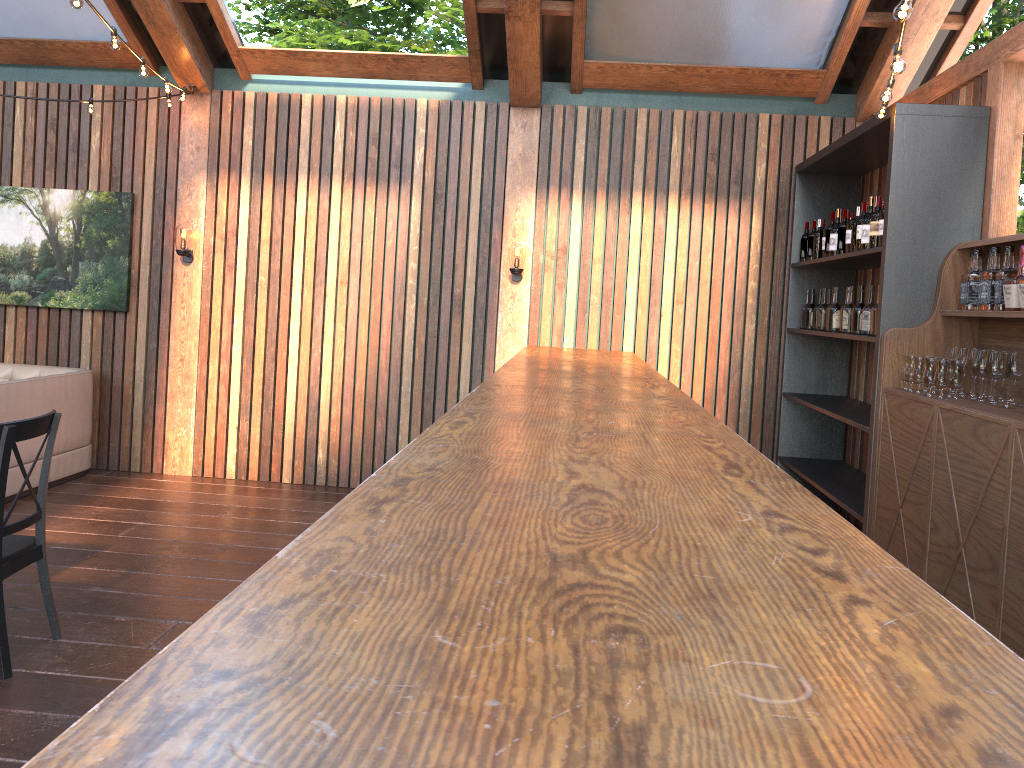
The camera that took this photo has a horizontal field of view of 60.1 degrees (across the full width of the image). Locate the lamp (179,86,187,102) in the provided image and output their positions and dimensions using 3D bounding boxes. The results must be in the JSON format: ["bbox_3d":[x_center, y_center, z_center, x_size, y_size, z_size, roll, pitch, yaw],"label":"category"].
[{"bbox_3d":[-2.545,-2.242,6.845,0.056,0.120,0.056,2,3,-35],"label":"lamp"}]

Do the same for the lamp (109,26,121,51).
[{"bbox_3d":[-2.078,-1.807,4.635,0.056,0.120,0.056,2,3,-36],"label":"lamp"}]

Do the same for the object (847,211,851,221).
[{"bbox_3d":[2.253,-1.009,5.954,0.078,0.311,0.078,3,2,-1],"label":"object"}]

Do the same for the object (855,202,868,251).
[{"bbox_3d":[2.169,-0.966,5.459,0.077,0.306,0.077,4,2,20],"label":"object"}]

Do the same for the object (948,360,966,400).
[{"bbox_3d":[2.144,-0.020,4.270,0.070,0.185,0.070,4,2,8],"label":"object"}]

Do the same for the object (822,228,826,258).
[{"bbox_3d":[2.299,-1.044,6.350,0.136,0.315,0.137,2,2,-34],"label":"object"}]

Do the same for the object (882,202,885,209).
[{"bbox_3d":[2.271,-0.958,5.407,0.078,0.311,0.078,3,2,-1],"label":"object"}]

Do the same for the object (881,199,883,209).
[{"bbox_3d":[2.184,-0.950,5.277,0.077,0.308,0.077,3,2,-18],"label":"object"}]

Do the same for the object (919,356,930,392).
[{"bbox_3d":[2.161,-0.051,4.619,0.070,0.185,0.070,4,2,8],"label":"object"}]

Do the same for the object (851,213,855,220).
[{"bbox_3d":[2.342,-1.019,6.105,0.136,0.315,0.137,2,2,-34],"label":"object"}]

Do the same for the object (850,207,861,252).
[{"bbox_3d":[2.206,-0.978,5.642,0.075,0.302,0.075,3,2,-13],"label":"object"}]

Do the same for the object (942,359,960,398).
[{"bbox_3d":[2.156,-0.027,4.352,0.070,0.185,0.070,4,2,8],"label":"object"}]

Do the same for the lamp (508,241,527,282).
[{"bbox_3d":[0.041,-0.987,7.120,0.146,0.319,0.178,4,2,4],"label":"lamp"}]

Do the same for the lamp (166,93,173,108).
[{"bbox_3d":[-2.747,-2.271,7.091,0.065,0.118,0.056,2,3,-36],"label":"lamp"}]

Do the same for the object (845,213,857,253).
[{"bbox_3d":[2.244,-0.992,5.752,0.136,0.315,0.137,2,2,-34],"label":"object"}]

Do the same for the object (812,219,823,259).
[{"bbox_3d":[2.242,-1.052,6.459,0.075,0.302,0.075,4,2,21],"label":"object"}]

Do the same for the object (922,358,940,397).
[{"bbox_3d":[2.051,-0.032,4.337,0.070,0.185,0.070,4,2,8],"label":"object"}]

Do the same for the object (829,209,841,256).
[{"bbox_3d":[2.222,-1.030,6.049,0.087,0.334,0.088,3,2,-16],"label":"object"}]

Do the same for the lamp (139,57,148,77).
[{"bbox_3d":[-2.239,-1.924,5.375,0.059,0.119,0.056,1,3,-43],"label":"lamp"}]

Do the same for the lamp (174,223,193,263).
[{"bbox_3d":[-2.708,-1.166,7.310,0.146,0.319,0.178,4,2,4],"label":"lamp"}]

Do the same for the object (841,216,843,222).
[{"bbox_3d":[2.387,-1.058,6.452,0.087,0.334,0.088,3,2,-16],"label":"object"}]

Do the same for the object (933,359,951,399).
[{"bbox_3d":[2.059,-0.022,4.240,0.070,0.185,0.070,4,2,8],"label":"object"}]

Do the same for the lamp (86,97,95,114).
[{"bbox_3d":[-3.053,-2.018,6.421,0.066,0.117,0.056,5,3,33],"label":"lamp"}]

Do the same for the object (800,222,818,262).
[{"bbox_3d":[2.338,-1.099,6.909,0.170,0.324,0.081,3,2,-11],"label":"object"}]

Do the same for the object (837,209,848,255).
[{"bbox_3d":[2.202,-1.003,5.867,0.077,0.308,0.077,3,2,-18],"label":"object"}]

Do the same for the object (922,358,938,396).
[{"bbox_3d":[2.085,-0.037,4.413,0.070,0.185,0.070,4,2,8],"label":"object"}]

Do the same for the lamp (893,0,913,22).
[{"bbox_3d":[1.205,-1.174,2.720,0.056,0.119,0.059,2,2,-23],"label":"lamp"}]

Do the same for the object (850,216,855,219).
[{"bbox_3d":[2.423,-1.040,6.327,0.081,0.323,0.081,3,2,-18],"label":"object"}]

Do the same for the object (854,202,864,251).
[{"bbox_3d":[2.199,-0.981,5.549,0.081,0.323,0.081,3,2,-18],"label":"object"}]

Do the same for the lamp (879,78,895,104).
[{"bbox_3d":[1.754,-1.372,4.140,0.061,0.119,0.056,3,2,3],"label":"lamp"}]

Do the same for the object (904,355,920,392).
[{"bbox_3d":[2.077,-0.055,4.600,0.070,0.185,0.070,4,2,8],"label":"object"}]

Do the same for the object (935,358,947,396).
[{"bbox_3d":[2.165,-0.035,4.447,0.070,0.185,0.070,4,2,8],"label":"object"}]

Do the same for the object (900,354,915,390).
[{"bbox_3d":[2.090,-0.062,4.685,0.070,0.185,0.070,4,2,8],"label":"object"}]

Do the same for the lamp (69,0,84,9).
[{"bbox_3d":[-1.914,-1.711,3.893,0.056,0.120,0.056,2,3,-40],"label":"lamp"}]

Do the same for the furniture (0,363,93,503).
[{"bbox_3d":[-5.540,0.244,6.720,4.157,0.857,1.715,4,5,4],"label":"furniture"}]

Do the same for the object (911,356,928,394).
[{"bbox_3d":[2.071,-0.046,4.502,0.070,0.185,0.070,4,2,8],"label":"object"}]

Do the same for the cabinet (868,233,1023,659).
[{"bbox_3d":[2.163,0.355,3.722,0.494,2.089,2.281,3,4,4],"label":"cabinet"}]

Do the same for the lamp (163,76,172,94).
[{"bbox_3d":[-2.377,-2.066,6.110,0.056,0.119,0.061,4,2,20],"label":"lamp"}]

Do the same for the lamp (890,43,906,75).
[{"bbox_3d":[1.497,-1.259,3.424,0.056,0.121,0.056,5,3,37],"label":"lamp"}]

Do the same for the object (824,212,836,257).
[{"bbox_3d":[2.223,-1.036,6.151,0.081,0.323,0.081,3,2,-18],"label":"object"}]

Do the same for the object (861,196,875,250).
[{"bbox_3d":[2.175,-0.971,5.373,0.087,0.334,0.088,3,2,-16],"label":"object"}]

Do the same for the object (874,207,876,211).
[{"bbox_3d":[2.309,-0.974,5.638,0.077,0.306,0.077,4,2,20],"label":"object"}]

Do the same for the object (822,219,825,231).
[{"bbox_3d":[2.290,-1.061,6.538,0.078,0.311,0.078,3,2,-1],"label":"object"}]

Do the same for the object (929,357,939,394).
[{"bbox_3d":[2.165,-0.043,4.531,0.070,0.185,0.070,4,2,8],"label":"object"}]

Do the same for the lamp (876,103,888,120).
[{"bbox_3d":[2.028,-1.505,4.845,0.062,0.119,0.056,4,2,10],"label":"lamp"}]
